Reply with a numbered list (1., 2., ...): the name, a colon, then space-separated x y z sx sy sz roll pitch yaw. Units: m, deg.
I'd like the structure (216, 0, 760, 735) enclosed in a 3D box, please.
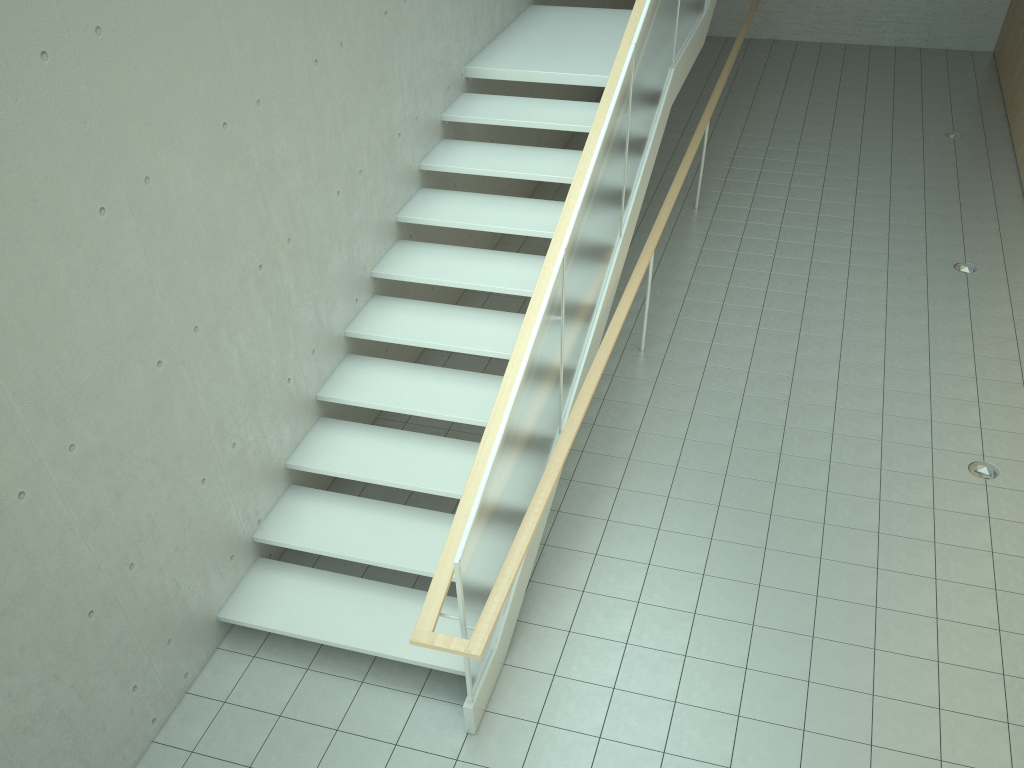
1. structure: 0.766 -3.257 6.855 1.859 4.958 10.932 12 42 15
